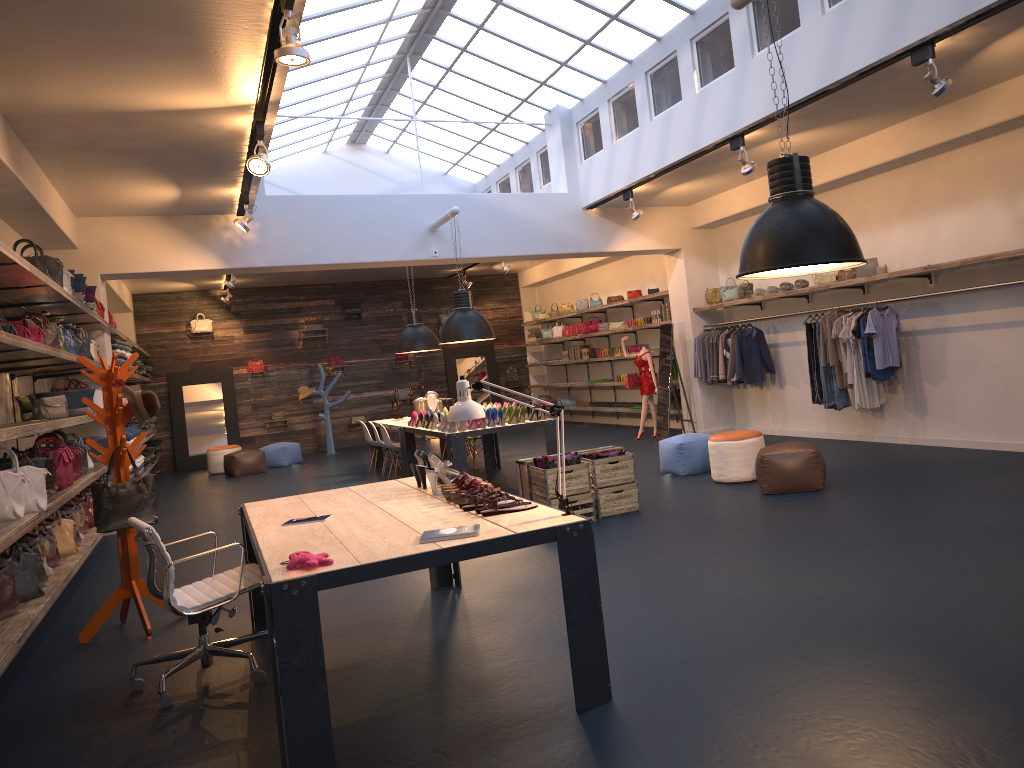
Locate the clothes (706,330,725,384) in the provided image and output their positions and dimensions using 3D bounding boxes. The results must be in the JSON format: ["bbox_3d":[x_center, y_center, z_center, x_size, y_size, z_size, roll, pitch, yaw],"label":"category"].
[{"bbox_3d":[3.100,-0.408,12.833,0.568,0.802,0.175,-6,-1,-29],"label":"clothes"}]

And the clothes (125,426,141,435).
[{"bbox_3d":[-5.655,0.733,12.656,0.436,0.241,0.417,-6,1,-7],"label":"clothes"}]

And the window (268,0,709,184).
[{"bbox_3d":[0.085,-4.169,7.667,4.616,0.839,17.533,-6,1,-20],"label":"window"}]

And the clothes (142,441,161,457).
[{"bbox_3d":[-6.595,1.204,15.791,0.394,0.299,0.296,-6,0,-34],"label":"clothes"}]

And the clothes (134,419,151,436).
[{"bbox_3d":[-5.952,0.696,13.782,0.420,0.318,0.330,-6,0,-36],"label":"clothes"}]

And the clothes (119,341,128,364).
[{"bbox_3d":[-5.063,-0.355,11.052,0.267,0.411,0.302,-6,0,-15],"label":"clothes"}]

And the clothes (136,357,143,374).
[{"bbox_3d":[-5.793,-0.273,13.108,0.394,0.299,0.296,-6,0,-34],"label":"clothes"}]

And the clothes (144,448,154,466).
[{"bbox_3d":[-5.839,1.174,13.651,0.371,0.299,0.290,-6,0,-17],"label":"clothes"}]

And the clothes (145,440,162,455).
[{"bbox_3d":[-6.753,1.210,16.228,0.388,0.299,0.607,-6,1,-19],"label":"clothes"}]

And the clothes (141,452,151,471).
[{"bbox_3d":[-5.520,1.160,12.787,0.393,0.299,0.306,-6,0,-20],"label":"clothes"}]

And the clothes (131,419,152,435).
[{"bbox_3d":[-6.070,0.708,14.151,0.402,0.303,0.324,-6,0,-34],"label":"clothes"}]

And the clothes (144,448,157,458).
[{"bbox_3d":[-6.430,1.224,15.134,0.445,0.251,0.323,-6,0,-25],"label":"clothes"}]

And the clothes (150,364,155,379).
[{"bbox_3d":[-6.961,-0.226,16.408,0.371,0.299,0.290,-6,0,-17],"label":"clothes"}]

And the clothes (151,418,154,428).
[{"bbox_3d":[-6.579,0.705,15.467,0.354,0.342,0.372,-6,0,-16],"label":"clothes"}]

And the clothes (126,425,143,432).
[{"bbox_3d":[-5.780,0.738,13.012,0.453,0.241,0.400,-6,1,-23],"label":"clothes"}]

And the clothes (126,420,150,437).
[{"bbox_3d":[-5.823,0.698,13.451,0.402,0.303,0.324,-6,0,-34],"label":"clothes"}]

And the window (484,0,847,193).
[{"bbox_3d":[-0.909,-3.186,10.789,4.781,0.653,10.573,-6,1,-21],"label":"window"}]

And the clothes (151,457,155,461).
[{"bbox_3d":[-6.176,1.214,14.413,0.445,0.251,0.323,-6,0,-25],"label":"clothes"}]

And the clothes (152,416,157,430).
[{"bbox_3d":[-6.856,0.716,16.249,0.354,0.342,0.372,-6,0,-16],"label":"clothes"}]

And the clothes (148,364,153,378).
[{"bbox_3d":[-6.755,-0.234,15.828,0.394,0.299,0.296,-6,0,-34],"label":"clothes"}]

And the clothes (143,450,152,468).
[{"bbox_3d":[-5.736,1.169,13.361,0.376,0.299,0.286,-6,0,-23],"label":"clothes"}]

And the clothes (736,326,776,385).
[{"bbox_3d":[3.364,-0.406,12.109,0.722,0.797,0.163,-6,-1,-26],"label":"clothes"}]

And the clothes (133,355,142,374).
[{"bbox_3d":[-5.681,-0.278,12.823,0.393,0.299,0.306,-6,0,-20],"label":"clothes"}]

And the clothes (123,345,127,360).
[{"bbox_3d":[-5.191,-0.348,11.332,0.267,0.411,0.302,-6,0,-15],"label":"clothes"}]

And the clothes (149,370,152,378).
[{"bbox_3d":[-6.858,-0.230,16.117,0.376,0.299,0.286,-6,0,-23],"label":"clothes"}]

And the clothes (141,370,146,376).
[{"bbox_3d":[-6.213,-0.229,14.098,0.434,0.251,0.332,-6,0,-14],"label":"clothes"}]

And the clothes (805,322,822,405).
[{"bbox_3d":[3.791,-0.257,10.872,0.245,1.049,0.138,-5,-2,-24],"label":"clothes"}]

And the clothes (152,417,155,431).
[{"bbox_3d":[-6.718,0.711,15.858,0.354,0.342,0.372,-6,0,-16],"label":"clothes"}]

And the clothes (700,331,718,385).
[{"bbox_3d":[3.050,-0.406,12.976,0.568,0.802,0.175,-6,-1,-29],"label":"clothes"}]

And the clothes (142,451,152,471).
[{"bbox_3d":[-5.633,1.165,13.071,0.394,0.299,0.296,-6,0,-34],"label":"clothes"}]

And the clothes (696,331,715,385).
[{"bbox_3d":[2.973,-0.392,13.083,0.580,0.816,0.113,-6,-1,-26],"label":"clothes"}]

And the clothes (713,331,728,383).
[{"bbox_3d":[3.169,-0.402,12.606,0.700,0.755,0.120,-6,-1,-24],"label":"clothes"}]

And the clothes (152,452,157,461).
[{"bbox_3d":[-6.308,1.219,14.782,0.434,0.251,0.332,-6,0,-14],"label":"clothes"}]

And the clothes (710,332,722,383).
[{"bbox_3d":[3.139,-0.401,12.693,0.700,0.755,0.120,-6,-1,-24],"label":"clothes"}]

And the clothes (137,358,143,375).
[{"bbox_3d":[-5.896,-0.269,13.397,0.376,0.299,0.286,-6,0,-23],"label":"clothes"}]

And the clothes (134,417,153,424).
[{"bbox_3d":[-6.441,0.700,15.076,0.354,0.342,0.372,-6,0,-16],"label":"clothes"}]

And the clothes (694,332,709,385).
[{"bbox_3d":[2.951,-0.391,13.142,0.580,0.816,0.113,-6,-1,-26],"label":"clothes"}]

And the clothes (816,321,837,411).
[{"bbox_3d":[3.846,-0.233,10.604,0.251,1.137,0.143,-5,-2,-42],"label":"clothes"}]

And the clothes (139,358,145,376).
[{"bbox_3d":[-5.999,-0.265,13.688,0.371,0.299,0.290,-6,0,-17],"label":"clothes"}]

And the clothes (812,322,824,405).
[{"bbox_3d":[3.854,-0.257,10.741,0.245,1.049,0.138,-5,-2,-24],"label":"clothes"}]

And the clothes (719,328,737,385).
[{"bbox_3d":[3.226,-0.401,12.495,0.722,0.797,0.163,-6,-1,-26],"label":"clothes"}]

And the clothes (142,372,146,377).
[{"bbox_3d":[-6.336,-0.225,14.450,0.445,0.251,0.323,-6,0,-25],"label":"clothes"}]

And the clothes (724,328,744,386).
[{"bbox_3d":[3.259,-0.393,12.397,0.603,0.795,0.115,-6,-1,-24],"label":"clothes"}]

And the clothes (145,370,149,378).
[{"bbox_3d":[-6.591,-0.214,15.170,0.445,0.251,0.323,-6,0,-25],"label":"clothes"}]

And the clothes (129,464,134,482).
[{"bbox_3d":[-4.818,1.081,10.694,0.267,0.411,0.302,-6,0,-15],"label":"clothes"}]

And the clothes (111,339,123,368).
[{"bbox_3d":[-4.979,-0.357,10.731,0.267,0.411,0.302,-6,0,-15],"label":"clothes"}]

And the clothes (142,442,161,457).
[{"bbox_3d":[-6.482,1.199,15.507,0.393,0.299,0.306,-6,0,-20],"label":"clothes"}]

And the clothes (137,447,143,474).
[{"bbox_3d":[-5.245,1.081,11.922,0.279,0.456,0.321,-6,-1,-9],"label":"clothes"}]

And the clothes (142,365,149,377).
[{"bbox_3d":[-6.468,-0.219,14.819,0.434,0.251,0.332,-6,0,-14],"label":"clothes"}]

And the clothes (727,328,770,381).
[{"bbox_3d":[3.314,-0.413,12.251,0.753,0.736,0.161,-6,-1,-27],"label":"clothes"}]

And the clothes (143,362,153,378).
[{"bbox_3d":[-6.642,-0.240,15.543,0.393,0.299,0.306,-6,0,-20],"label":"clothes"}]

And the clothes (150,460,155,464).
[{"bbox_3d":[-6.053,1.209,14.062,0.434,0.251,0.332,-6,0,-14],"label":"clothes"}]

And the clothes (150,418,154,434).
[{"bbox_3d":[-6.199,0.706,14.482,0.420,0.318,0.330,-6,0,-36],"label":"clothes"}]
